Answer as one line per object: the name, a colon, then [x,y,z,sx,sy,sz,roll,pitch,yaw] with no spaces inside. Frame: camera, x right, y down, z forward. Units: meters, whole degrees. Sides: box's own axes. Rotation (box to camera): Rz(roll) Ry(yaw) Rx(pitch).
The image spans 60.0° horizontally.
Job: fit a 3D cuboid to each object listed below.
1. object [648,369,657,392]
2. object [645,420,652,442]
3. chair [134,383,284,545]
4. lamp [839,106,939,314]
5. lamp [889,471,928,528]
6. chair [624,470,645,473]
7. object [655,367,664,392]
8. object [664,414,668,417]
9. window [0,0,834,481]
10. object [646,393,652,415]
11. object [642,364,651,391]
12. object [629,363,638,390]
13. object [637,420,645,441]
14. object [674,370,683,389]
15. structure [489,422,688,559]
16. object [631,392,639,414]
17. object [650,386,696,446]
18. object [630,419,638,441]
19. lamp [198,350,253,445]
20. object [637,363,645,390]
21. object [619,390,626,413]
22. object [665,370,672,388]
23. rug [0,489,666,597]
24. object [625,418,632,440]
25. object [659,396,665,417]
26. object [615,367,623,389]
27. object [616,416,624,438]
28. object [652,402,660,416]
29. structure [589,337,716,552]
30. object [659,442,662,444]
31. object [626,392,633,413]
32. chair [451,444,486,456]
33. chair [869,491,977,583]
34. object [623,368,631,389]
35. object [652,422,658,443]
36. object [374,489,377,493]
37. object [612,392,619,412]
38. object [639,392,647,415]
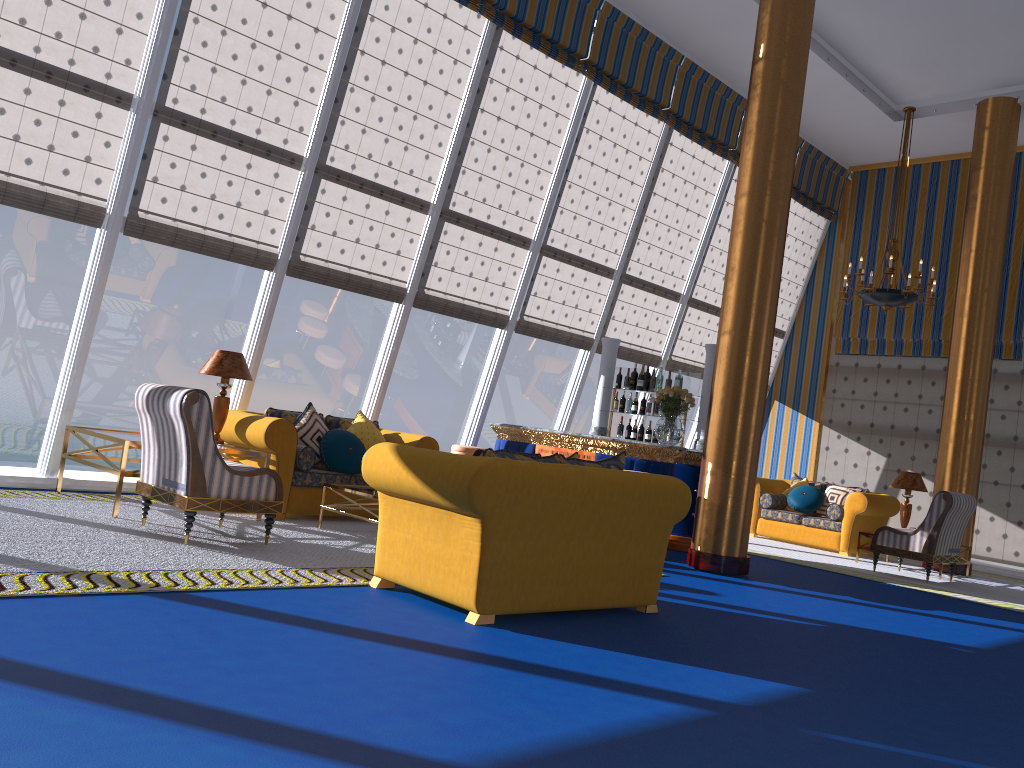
object: [1.532,-0.037,9.634,0.076,0.247,0.076,7,-3,9]
object: [1.485,0.517,9.609,0.068,0.243,0.069,6,-3,27]
chair: [-2.051,0.530,5.943,0.793,0.966,0.785,11,-4,-44]
lamp: [4.447,-1.998,10.227,1.051,2.420,1.068,7,-3,22]
lamp: [4.795,1.460,10.775,0.442,0.783,0.451,6,-3,30]
chair: [1.081,1.174,7.951,0.396,0.781,0.401,7,-3,16]
object: [1.597,-0.046,9.562,0.070,0.271,0.068,10,-3,-34]
object: [1.678,0.239,9.494,0.068,0.243,0.069,6,-3,27]
window: [-0.892,-1.587,9.238,1.601,5.853,15.643,5,-4,45]
object: [1.490,0.220,9.608,0.056,0.239,0.057,7,-3,20]
object: [1.475,-0.071,9.695,0.082,0.302,0.080,9,-3,-28]
object: [1.350,-0.082,9.787,0.082,0.302,0.080,10,-4,-39]
object: [1.409,0.508,9.648,0.065,0.244,0.066,6,-3,27]
object: [1.782,-0.023,9.485,0.091,0.259,0.093,6,-3,28]
structure: [0.643,1.032,8.955,2.287,1.064,0.777,6,-4,34]
object: [1.355,0.208,9.717,0.068,0.243,0.069,6,-3,27]
object: [2.257,-6.616,6.588,63.983,33.590,62.588,10,-4,-38]
object: [1.344,0.506,9.707,0.068,0.243,0.069,6,-3,27]
lamp: [-2.443,0.114,7.490,0.451,0.783,0.442,9,-3,-30]
object: [1.424,-0.075,9.712,0.084,0.302,0.086,6,-4,40]
object: [1.228,0.193,9.822,0.065,0.244,0.066,6,-3,27]
object: [1.685,-0.025,9.525,0.072,0.246,0.072,8,-3,5]
rug: [-2.186,1.031,6.229,3.552,0.010,6.328,5,-4,45]
object: [1.287,0.502,9.763,0.066,0.244,0.065,10,-4,-41]
object: [1.628,0.239,9.543,0.058,0.230,0.059,8,-3,5]
object: [1.205,-0.066,9.949,0.066,0.244,0.065,10,-4,-41]
object: [1.203,0.475,9.800,0.070,0.242,0.072,6,-3,27]
object: [1.563,0.232,9.578,0.071,0.232,0.072,7,-3,24]
structure: [1.357,0.608,9.867,2.287,2.195,0.778,6,-4,36]
object: [1.629,0.524,9.540,0.068,0.269,0.069,7,-3,6]
object: [1.298,0.207,9.770,0.058,0.230,0.059,8,-3,5]
chair: [-0.477,1.028,9.138,0.399,0.781,0.397,8,-3,-7]
chair: [4.438,1.610,9.571,0.803,0.966,0.775,11,-4,-44]
object: [1.293,-0.056,9.921,0.072,0.246,0.072,8,-3,5]
object: [1.556,0.527,9.566,0.065,0.244,0.066,6,-3,27]
object: [-0.907,0.724,7.061,0.450,0.388,0.508,6,-3,26]
object: [1.155,0.196,9.857,0.066,0.224,0.066,7,-3,15]
object: [1.433,0.212,9.661,0.065,0.244,0.066,6,-3,27]
